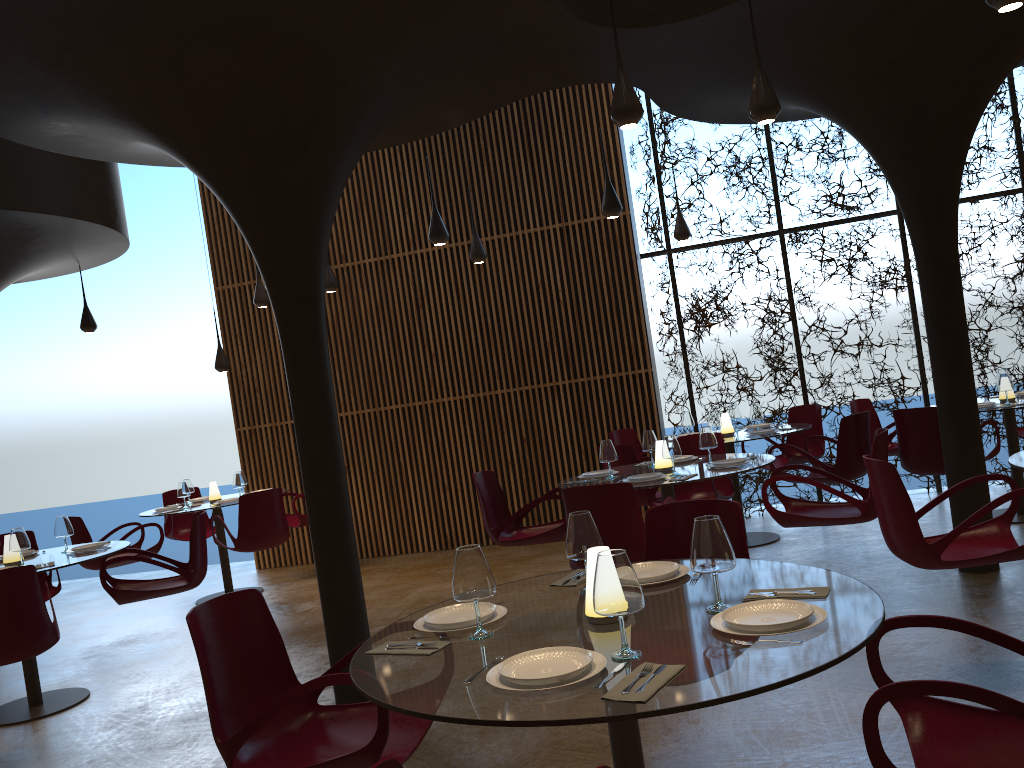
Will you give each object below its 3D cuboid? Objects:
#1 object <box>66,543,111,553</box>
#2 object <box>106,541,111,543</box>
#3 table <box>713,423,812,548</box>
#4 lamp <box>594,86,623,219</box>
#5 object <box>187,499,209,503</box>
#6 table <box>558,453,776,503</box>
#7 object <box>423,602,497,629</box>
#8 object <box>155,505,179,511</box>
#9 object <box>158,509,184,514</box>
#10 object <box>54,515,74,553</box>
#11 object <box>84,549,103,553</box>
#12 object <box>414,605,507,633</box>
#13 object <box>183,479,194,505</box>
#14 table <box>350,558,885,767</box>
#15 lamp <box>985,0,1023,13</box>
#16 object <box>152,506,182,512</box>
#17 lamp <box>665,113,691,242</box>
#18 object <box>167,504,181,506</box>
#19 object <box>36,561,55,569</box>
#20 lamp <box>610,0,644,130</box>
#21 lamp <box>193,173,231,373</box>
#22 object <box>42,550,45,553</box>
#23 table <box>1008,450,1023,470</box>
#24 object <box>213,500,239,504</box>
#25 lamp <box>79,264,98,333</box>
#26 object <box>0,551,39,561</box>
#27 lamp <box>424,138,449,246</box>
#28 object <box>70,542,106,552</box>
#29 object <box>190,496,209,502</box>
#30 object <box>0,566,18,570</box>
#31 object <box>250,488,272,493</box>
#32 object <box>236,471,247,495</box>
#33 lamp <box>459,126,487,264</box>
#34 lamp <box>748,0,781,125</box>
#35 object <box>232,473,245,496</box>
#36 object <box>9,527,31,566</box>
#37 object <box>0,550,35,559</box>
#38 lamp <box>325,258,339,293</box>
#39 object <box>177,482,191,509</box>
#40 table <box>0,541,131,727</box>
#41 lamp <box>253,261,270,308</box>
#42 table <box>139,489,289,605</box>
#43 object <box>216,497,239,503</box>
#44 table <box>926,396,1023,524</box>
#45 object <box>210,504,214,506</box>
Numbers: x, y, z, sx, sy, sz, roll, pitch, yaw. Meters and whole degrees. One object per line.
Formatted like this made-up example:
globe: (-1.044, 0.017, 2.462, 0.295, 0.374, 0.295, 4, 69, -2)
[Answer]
object: (-3.405, 1.325, 7.134, 0.332, 0.014, 0.331, -8, -1, 29)
object: (-3.502, 1.349, 7.420, 0.261, 0.017, 0.126, -8, 0, -23)
table: (2.344, 1.094, 9.304, 1.669, 1.131, 1.675, -8, 0, -35)
lamp: (0.459, -4.606, 7.921, 0.195, 6.279, 0.196, -9, 1, -32)
object: (-3.776, 1.408, 10.749, 0.332, 0.014, 0.331, -8, 0, 5)
table: (1.267, 1.230, 6.906, 1.675, 1.131, 1.669, -8, 0, 32)
object: (-0.181, 0.817, 3.117, 0.263, 0.029, 0.262, -8, -1, 31)
object: (-3.900, 1.410, 10.016, 0.263, 0.029, 0.263, -8, 0, 7)
object: (-3.754, 1.404, 9.750, 0.261, 0.017, 0.126, -8, -1, -32)
object: (-3.642, 1.221, 7.211, 0.141, 0.295, 0.142, -9, 1, -35)
object: (-3.402, 1.326, 7.131, 0.204, 0.012, 0.411, -8, -1, -27)
object: (-0.180, 0.827, 3.117, 0.332, 0.014, 0.331, -8, 0, 2)
object: (-3.843, 1.278, 10.519, 0.142, 0.295, 0.142, -8, 1, 14)
table: (0.393, 1.323, 2.895, 1.675, 1.131, 1.669, -8, 0, 32)
lamp: (1.844, -4.838, 4.018, 0.196, 6.279, 0.195, -8, 1, 28)
object: (-3.898, 1.420, 10.016, 0.332, 0.014, 0.331, -8, 0, 10)
lamp: (1.504, -4.739, 10.055, 0.196, 6.279, 0.195, -7, 1, 38)
object: (-4.041, 1.453, 10.613, 0.126, 0.017, 0.262, -8, -1, -31)
object: (-3.421, 1.329, 6.495, 0.126, 0.017, 0.262, -8, -1, -28)
lamp: (0.227, -4.596, 5.071, 0.195, 6.279, 0.196, -9, 1, -42)
lamp: (-4.063, -3.256, 11.043, 0.195, 6.279, 0.196, -8, 1, -12)
object: (-4.104, 1.429, 7.361, 0.410, 0.012, 0.204, -8, -1, -28)
table: (3.580, 0.877, 4.564, 1.674, 1.131, 1.669, -8, 0, 22)
object: (-3.162, 1.313, 9.904, 0.332, 0.014, 0.331, -9, -1, 38)
lamp: (-5.516, -3.722, 10.584, 0.195, 6.279, 0.196, -8, 1, -12)
object: (-4.108, 1.428, 7.359, 0.331, 0.014, 0.332, -8, -1, -24)
lamp: (-1.106, -4.379, 8.029, 0.195, 6.279, 0.196, -9, 1, -32)
object: (-3.406, 1.315, 7.134, 0.263, 0.029, 0.263, -8, 0, -16)
object: (-3.777, 1.399, 10.749, 0.262, 0.029, 0.263, -8, -1, -40)
object: (-3.695, 1.351, 6.368, 0.262, 0.029, 0.263, -8, -1, -31)
object: (-2.985, 1.283, 10.563, 0.263, 0.029, 0.263, -8, 0, 15)
object: (-3.233, 1.190, 10.586, 0.142, 0.295, 0.141, -8, 1, 30)
lamp: (-0.801, -4.412, 9.487, 0.195, 6.279, 0.196, -8, 1, -12)
lamp: (1.119, -4.722, 5.408, 0.195, 6.279, 0.196, -9, 1, -42)
object: (-3.119, 1.170, 10.126, 0.142, 0.295, 0.141, -8, 1, 17)
object: (-3.657, 1.219, 6.591, 0.142, 0.295, 0.141, -8, 1, 27)
object: (-4.109, 1.419, 7.359, 0.263, 0.029, 0.263, -8, 0, -14)
lamp: (-2.513, -4.160, 10.063, 0.196, 6.279, 0.195, -8, 1, 21)
object: (-3.691, 1.251, 9.971, 0.142, 0.295, 0.141, -8, 1, 34)
table: (-3.778, 1.958, 6.882, 1.670, 1.131, 1.674, -8, 0, -24)
lamp: (-3.427, -4.024, 10.535, 0.196, 6.279, 0.195, -8, 1, 21)
table: (-3.372, 1.927, 10.340, 1.669, 1.131, 1.675, -8, 0, -32)
object: (-3.163, 1.303, 9.904, 0.263, 0.029, 0.262, -8, -1, 31)
table: (4.880, 0.722, 8.595, 1.669, 1.131, 1.675, -8, 0, -35)
object: (-3.165, 1.314, 9.902, 0.410, 0.012, 0.204, -8, -1, -31)
